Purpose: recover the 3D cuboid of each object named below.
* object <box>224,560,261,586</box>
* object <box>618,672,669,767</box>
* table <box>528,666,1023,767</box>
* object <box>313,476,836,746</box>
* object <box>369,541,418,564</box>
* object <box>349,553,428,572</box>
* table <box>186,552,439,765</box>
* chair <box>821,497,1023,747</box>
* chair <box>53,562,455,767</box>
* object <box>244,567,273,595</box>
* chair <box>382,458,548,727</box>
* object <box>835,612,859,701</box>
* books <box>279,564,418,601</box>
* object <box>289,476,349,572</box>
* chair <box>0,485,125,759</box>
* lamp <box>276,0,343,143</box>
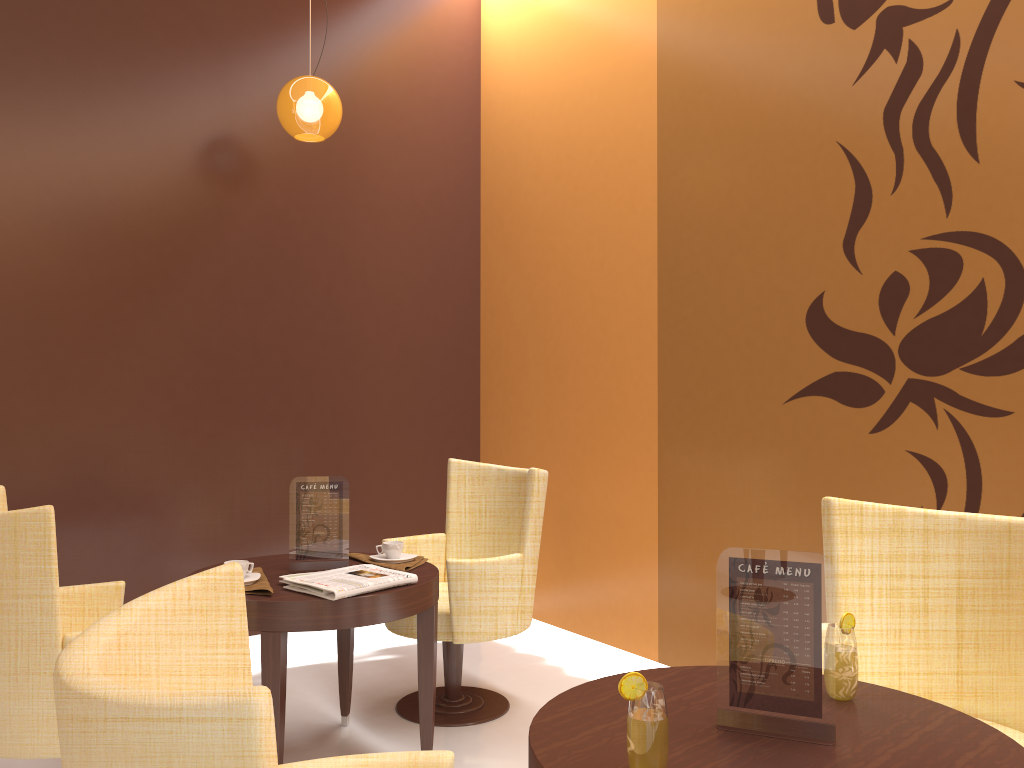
[{"bbox_3d":[-0.911,0.622,2.925,0.153,0.069,0.153,0,-1,-8],"label":"object"},{"bbox_3d":[0.218,0.550,1.431,0.067,0.171,0.072,-1,-1,38],"label":"object"},{"bbox_3d":[0.466,0.978,1.597,0.872,0.679,0.874,0,-1,-3],"label":"table"},{"bbox_3d":[-0.078,0.485,2.391,0.187,0.335,2.090,1,-1,-38],"label":"object"},{"bbox_3d":[-0.444,0.630,3.330,0.153,0.069,0.153,-1,-1,39],"label":"object"},{"bbox_3d":[-0.426,0.659,3.334,0.239,0.021,0.464,1,-1,-38],"label":"object"},{"bbox_3d":[-0.695,1.005,3.118,0.872,0.679,0.874,0,-1,2],"label":"table"},{"bbox_3d":[1.042,0.820,2.150,0.729,1.017,0.685,-1,-1,44],"label":"chair"},{"bbox_3d":[-0.231,0.801,1.182,0.685,1.017,0.729,0,-1,-17],"label":"chair"},{"bbox_3d":[-0.924,0.651,2.911,0.239,0.021,0.464,0,-1,-21],"label":"object"},{"bbox_3d":[-0.204,0.848,3.767,0.685,1.017,0.729,1,-1,-35],"label":"chair"},{"bbox_3d":[0.675,0.558,1.819,0.067,0.171,0.072,0,-1,13],"label":"object"},{"bbox_3d":[-0.539,0.645,2.915,0.367,0.035,0.345,1,-1,-44],"label":"books"},{"bbox_3d":[-0.690,0.499,3.178,0.209,0.335,0.042,0,-1,-11],"label":"object"},{"bbox_3d":[-1.307,0.826,2.612,0.685,1.017,0.729,1,-1,-37],"label":"chair"},{"bbox_3d":[-0.937,-1.888,4.120,0.299,1.500,0.299,1,-1,-34],"label":"lamp"}]
